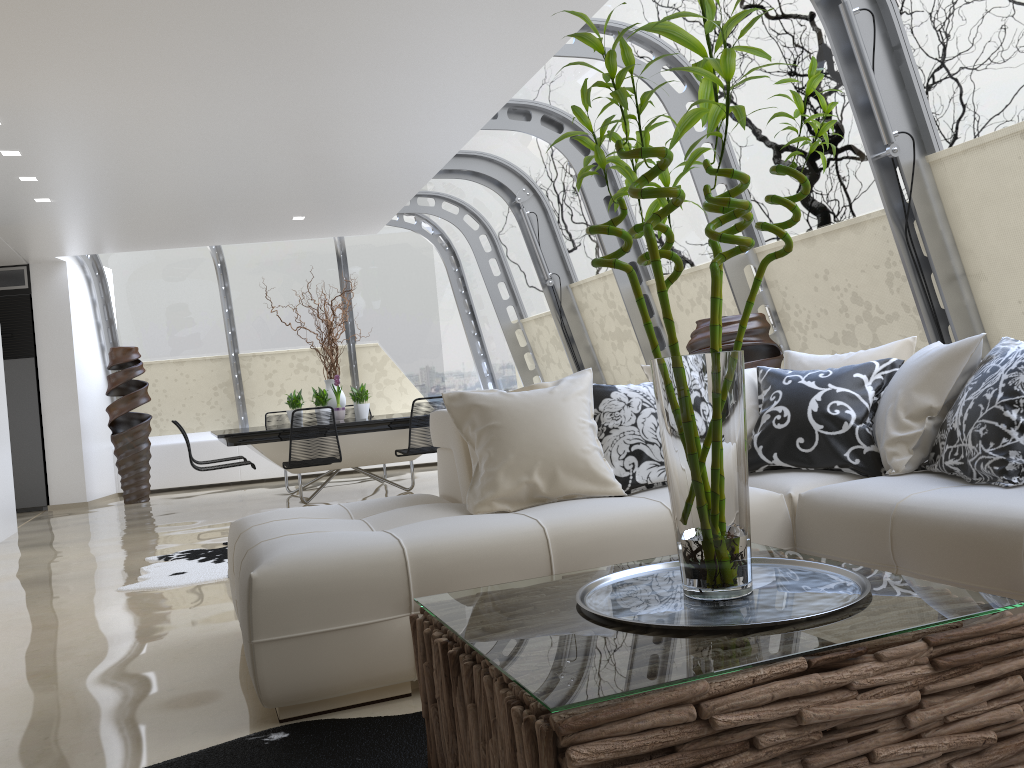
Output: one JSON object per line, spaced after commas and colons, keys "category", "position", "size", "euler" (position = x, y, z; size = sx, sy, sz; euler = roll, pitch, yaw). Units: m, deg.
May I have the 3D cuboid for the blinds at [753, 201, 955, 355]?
{"category": "blinds", "position": [2.104, -0.466, 5.496], "size": [0.329, 1.027, 1.430], "euler": [-5, -1, -20]}

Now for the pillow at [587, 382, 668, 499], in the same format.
{"category": "pillow", "position": [0.550, 0.197, 3.489], "size": [0.604, 0.471, 0.394], "euler": [-5, -1, -4]}

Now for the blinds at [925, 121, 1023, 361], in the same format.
{"category": "blinds", "position": [2.587, -0.617, 4.050], "size": [0.387, 1.214, 1.376], "euler": [-5, -1, -20]}

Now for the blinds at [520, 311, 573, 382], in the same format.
{"category": "blinds", "position": [0.536, -0.287, 9.837], "size": [0.329, 1.027, 1.430], "euler": [-5, -1, -20]}

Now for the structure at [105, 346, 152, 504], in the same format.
{"category": "structure", "position": [-4.468, 0.484, 10.381], "size": [0.498, 1.843, 0.493], "euler": [-5, -1, -9]}

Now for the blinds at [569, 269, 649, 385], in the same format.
{"category": "blinds", "position": [1.024, -0.438, 8.379], "size": [0.387, 1.214, 1.376], "euler": [-5, -1, -20]}

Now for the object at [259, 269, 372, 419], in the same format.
{"category": "object", "position": [-2.027, -0.377, 9.154], "size": [1.031, 1.549, 1.135], "euler": [-5, -1, -28]}

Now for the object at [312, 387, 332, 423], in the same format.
{"category": "object", "position": [-1.899, 0.202, 8.840], "size": [0.215, 0.369, 0.284], "euler": [-5, -1, 13]}

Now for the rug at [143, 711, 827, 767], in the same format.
{"category": "rug", "position": [0.253, 0.889, 1.860], "size": [2.739, 0.008, 2.740], "euler": [-5, -1, -34]}

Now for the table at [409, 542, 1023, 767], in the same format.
{"category": "table", "position": [0.377, 0.671, 1.884], "size": [1.007, 0.448, 0.923], "euler": [-5, -1, -20]}

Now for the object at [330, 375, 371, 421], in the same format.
{"category": "object", "position": [-1.629, 0.129, 9.083], "size": [0.417, 0.476, 0.238], "euler": [-5, -1, 8]}

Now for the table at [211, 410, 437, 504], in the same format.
{"category": "table", "position": [-1.742, 0.756, 9.164], "size": [2.494, 0.759, 3.031], "euler": [-5, -1, -20]}

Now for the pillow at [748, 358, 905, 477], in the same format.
{"category": "pillow", "position": [1.208, 0.149, 3.520], "size": [0.599, 0.483, 0.405], "euler": [-6, -1, 39]}

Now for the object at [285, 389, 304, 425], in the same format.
{"category": "object", "position": [-2.239, 0.236, 9.176], "size": [0.215, 0.369, 0.284], "euler": [-5, -1, 18]}

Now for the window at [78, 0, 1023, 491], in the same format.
{"category": "window", "position": [-5.379, -0.014, 4.930], "size": [16.693, 3.674, 16.171], "euler": [-5, -1, -14]}

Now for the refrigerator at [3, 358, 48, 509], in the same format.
{"category": "refrigerator", "position": [-6.031, 0.603, 10.443], "size": [1.006, 1.742, 0.234], "euler": [-5, -1, -7]}

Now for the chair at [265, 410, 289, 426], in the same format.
{"category": "chair", "position": [-2.696, 0.576, 10.461], "size": [0.446, 0.519, 0.688], "euler": [-5, -1, -20]}

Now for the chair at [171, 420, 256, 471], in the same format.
{"category": "chair", "position": [-2.752, 0.561, 8.184], "size": [0.688, 0.519, 0.446], "euler": [-5, -1, -20]}

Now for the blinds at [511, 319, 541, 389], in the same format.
{"category": "blinds", "position": [0.151, 0.295, 11.505], "size": [0.663, 2.118, 1.829], "euler": [-5, -1, -20]}

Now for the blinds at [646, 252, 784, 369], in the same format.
{"category": "blinds", "position": [1.581, -0.407, 6.943], "size": [0.329, 1.027, 1.430], "euler": [-5, -1, -20]}

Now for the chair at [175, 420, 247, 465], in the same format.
{"category": "chair", "position": [-3.185, 0.611, 9.384], "size": [0.688, 0.519, 0.446], "euler": [-5, -1, -20]}

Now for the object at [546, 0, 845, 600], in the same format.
{"category": "object", "position": [0.401, -0.319, 1.957], "size": [0.673, 1.546, 0.584], "euler": [-5, -1, 19]}

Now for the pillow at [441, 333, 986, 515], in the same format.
{"category": "pillow", "position": [1.429, 0.082, 2.918], "size": [3.322, 0.530, 1.656], "euler": [-6, -1, 40]}

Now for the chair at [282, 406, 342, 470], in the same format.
{"category": "chair", "position": [-1.702, 0.461, 7.495], "size": [0.446, 0.519, 0.688], "euler": [-5, -1, -20]}

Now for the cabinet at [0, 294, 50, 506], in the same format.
{"category": "cabinet", "position": [-6.684, 0.323, 10.679], "size": [2.252, 2.558, 0.831], "euler": [-5, -1, -6]}

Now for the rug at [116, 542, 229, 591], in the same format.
{"category": "rug", "position": [-0.829, 1.022, 5.873], "size": [3.220, 0.008, 2.705], "euler": [-5, -1, -20]}

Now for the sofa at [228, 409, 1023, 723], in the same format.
{"category": "sofa", "position": [0.997, 0.398, 2.385], "size": [3.257, 0.866, 4.169], "euler": [-5, -1, -20]}

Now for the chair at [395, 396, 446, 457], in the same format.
{"category": "chair", "position": [-0.767, 0.379, 7.836], "size": [0.446, 0.519, 0.688], "euler": [-5, -1, -20]}

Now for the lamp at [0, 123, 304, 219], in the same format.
{"category": "lamp", "position": [-5.075, -1.530, 3.050], "size": [9.775, 0.004, 9.928], "euler": [-5, -1, -19]}

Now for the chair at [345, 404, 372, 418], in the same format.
{"category": "chair", "position": [-1.829, 0.501, 10.777], "size": [0.446, 0.519, 0.688], "euler": [-5, -1, -20]}

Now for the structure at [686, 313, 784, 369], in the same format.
{"category": "structure", "position": [1.366, 0.217, 5.363], "size": [0.672, 1.258, 0.674], "euler": [-5, -1, -43]}

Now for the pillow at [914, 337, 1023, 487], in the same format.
{"category": "pillow", "position": [1.592, 0.079, 2.870], "size": [0.382, 0.467, 0.608], "euler": [-5, -1, -1]}
